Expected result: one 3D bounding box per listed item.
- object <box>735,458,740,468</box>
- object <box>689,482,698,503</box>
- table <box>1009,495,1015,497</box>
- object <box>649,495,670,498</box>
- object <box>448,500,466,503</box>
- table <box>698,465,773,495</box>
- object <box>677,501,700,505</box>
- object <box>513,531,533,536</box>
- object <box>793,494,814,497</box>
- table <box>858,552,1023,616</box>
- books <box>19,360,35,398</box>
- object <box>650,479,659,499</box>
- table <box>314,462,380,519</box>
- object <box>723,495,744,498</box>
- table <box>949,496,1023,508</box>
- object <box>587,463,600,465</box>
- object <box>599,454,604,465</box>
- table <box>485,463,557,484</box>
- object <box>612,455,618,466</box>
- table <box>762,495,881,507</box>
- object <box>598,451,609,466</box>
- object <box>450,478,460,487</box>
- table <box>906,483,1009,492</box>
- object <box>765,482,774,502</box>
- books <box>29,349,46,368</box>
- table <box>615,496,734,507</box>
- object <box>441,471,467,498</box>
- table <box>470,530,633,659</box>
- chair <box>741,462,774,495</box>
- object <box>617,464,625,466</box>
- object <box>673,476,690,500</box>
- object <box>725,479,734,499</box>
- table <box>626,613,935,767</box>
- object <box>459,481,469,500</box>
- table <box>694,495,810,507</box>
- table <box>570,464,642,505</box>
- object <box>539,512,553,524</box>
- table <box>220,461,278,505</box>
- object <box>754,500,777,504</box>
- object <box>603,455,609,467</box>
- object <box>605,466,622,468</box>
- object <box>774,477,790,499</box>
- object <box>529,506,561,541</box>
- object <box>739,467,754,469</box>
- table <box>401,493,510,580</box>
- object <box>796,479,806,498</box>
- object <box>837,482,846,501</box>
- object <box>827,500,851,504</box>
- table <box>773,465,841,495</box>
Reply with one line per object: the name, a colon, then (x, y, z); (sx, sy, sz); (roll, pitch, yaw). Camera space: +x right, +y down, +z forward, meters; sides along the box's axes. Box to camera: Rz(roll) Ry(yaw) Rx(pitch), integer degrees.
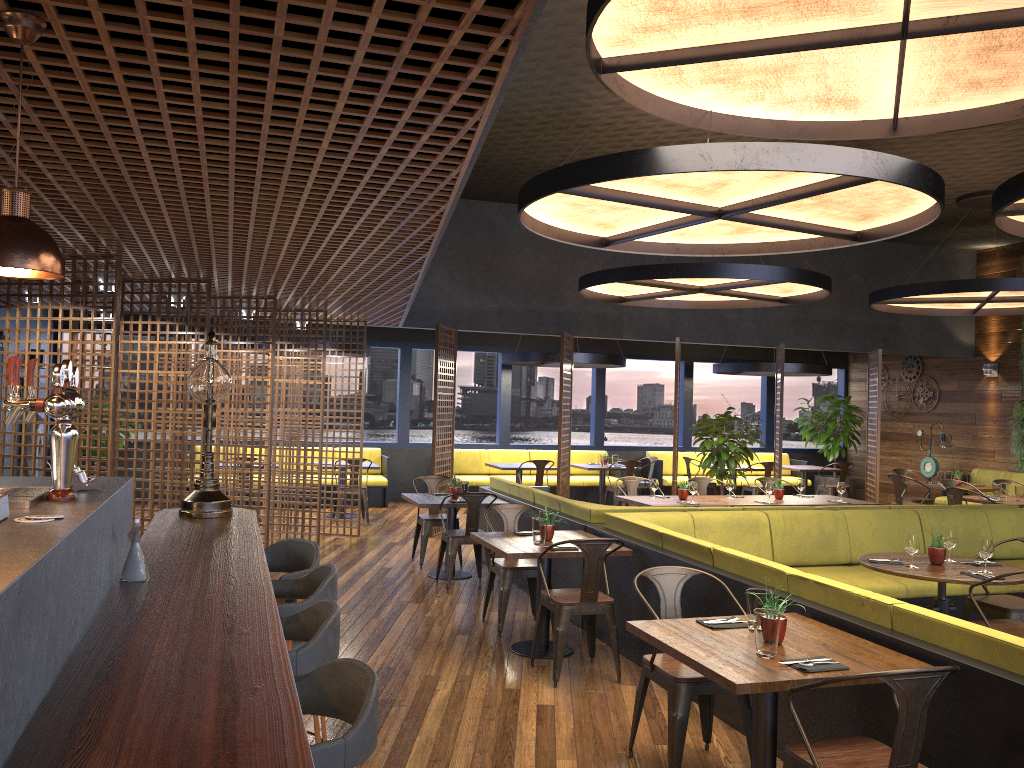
object: (3.748, 1.298, 14.742); (0.102, 0.178, 0.102); (2, -1, -32)
object: (1.867, 1.114, 9.134); (0.097, 0.206, 0.097); (1, -1, 28)
table: (6.710, 1.773, 10.688); (0.887, 0.763, 0.906); (2, -1, -18)
object: (1.593, 1.208, 9.520); (0.157, 0.019, 0.255); (2, -1, -17)
object: (-0.516, 1.122, 8.525); (0.255, 0.019, 0.157); (2, -1, -18)
table: (3.739, 1.774, 14.912); (0.906, 0.763, 0.887); (2, -1, -18)
object: (1.773, 1.202, 8.984); (0.157, 0.019, 0.255); (2, -1, -17)
object: (0.147, 1.100, 6.564); (0.255, 0.019, 0.157); (2, -1, -18)
object: (3.323, 1.271, 10.074); (0.157, 0.019, 0.255); (2, -1, -17)
table: (2.764, 1.551, 5.712); (1.007, 0.760, 1.007); (1, -1, 20)
books: (-6.156, -0.057, 11.279); (0.223, 0.489, 0.286); (2, -1, -26)
object: (1.505, 1.108, 9.374); (0.097, 0.206, 0.097); (1, -1, 28)
table: (-2.448, 1.550, 12.928); (0.887, 0.763, 0.906); (2, -1, -18)
object: (2.458, 1.239, 9.797); (0.157, 0.019, 0.255); (2, -1, -17)
table: (5.823, 1.741, 10.404); (0.887, 0.763, 0.906); (2, -1, -18)
object: (1.368, 1.303, 14.511); (0.255, 0.019, 0.157); (2, -1, -18)
object: (1.467, 1.223, 14.377); (0.102, 0.178, 0.102); (2, -1, -32)
table: (0.122, 1.643, 13.751); (0.887, 0.763, 0.906); (2, -1, -18)
object: (1.647, 1.224, 14.173); (0.102, 0.178, 0.102); (2, -1, -32)
table: (3.387, 1.656, 9.789); (0.906, 0.763, 0.887); (2, -1, -18)
object: (1.487, 1.174, 14.204); (0.238, 0.271, 0.260); (2, -1, 4)
object: (-0.580, 1.050, 9.009); (0.102, 0.178, 0.102); (2, -1, -2)
table: (6.145, 1.790, 12.280); (0.887, 0.763, 0.906); (2, -1, -18)
object: (2.732, 1.145, 9.411); (0.097, 0.206, 0.097); (1, -1, 28)
books: (-6.360, -0.337, 11.924); (0.177, 0.245, 0.450); (2, -1, -18)
table: (1.665, 1.593, 9.233); (0.906, 0.763, 0.887); (2, -1, -18)
object: (-0.555, 1.001, 8.834); (0.260, 0.271, 0.238); (2, -1, -16)
table: (0.240, 1.489, 6.258); (0.887, 0.763, 0.906); (2, -1, -18)
chair: (3.988, 1.688, 14.255); (0.504, 0.917, 0.541); (2, -1, -17)
object: (1.780, 1.310, 14.268); (0.157, 0.019, 0.255); (2, -1, -18)
object: (1.798, 1.081, 9.338); (0.238, 0.271, 0.260); (2, -1, 4)
object: (2.370, 1.140, 9.651); (0.097, 0.206, 0.097); (1, -1, 28)
table: (1.064, 1.459, 3.687); (0.887, 0.763, 0.906); (2, -1, -18)
object: (-0.473, 1.047, 8.706); (0.102, 0.178, 0.102); (2, -1, -12)
table: (2.528, 1.625, 9.509); (0.906, 0.763, 0.887); (2, -1, -18)
table: (1.455, 1.691, 14.181); (0.906, 0.763, 0.887); (2, -1, -18)
object: (0.246, 1.020, 6.430); (0.102, 0.178, 0.102); (2, -1, -32)
table: (-3.780, 1.502, 12.502); (0.887, 0.763, 0.906); (2, -1, -18)
object: (2.638, 1.233, 9.261); (0.157, 0.019, 0.255); (2, -1, -17)
object: (1.482, 1.216, 14.019); (0.102, 0.178, 0.102); (2, -1, -32)
object: (1.577, 1.296, 13.882); (0.255, 0.019, 0.157); (2, -1, -18)
object: (2.916, 1.121, 9.696); (0.238, 0.271, 0.260); (2, -1, 4)
object: (0.262, 0.971, 6.285); (0.260, 0.271, 0.238); (2, -1, -16)
object: (3.843, 1.378, 14.605); (0.255, 0.019, 0.157); (2, -1, -18)
table: (-0.588, 1.518, 8.828); (0.887, 0.763, 0.906); (2, -1, -18)
object: (3.235, 1.171, 9.928); (0.097, 0.206, 0.097); (1, -1, 28)
object: (3.597, 1.177, 9.688); (0.097, 0.206, 0.097); (1, -1, 28)
object: (3.503, 1.265, 9.538); (0.157, 0.019, 0.255); (2, -1, -17)
table: (5.072, 1.822, 15.335); (0.887, 0.763, 0.906); (2, -1, -18)
